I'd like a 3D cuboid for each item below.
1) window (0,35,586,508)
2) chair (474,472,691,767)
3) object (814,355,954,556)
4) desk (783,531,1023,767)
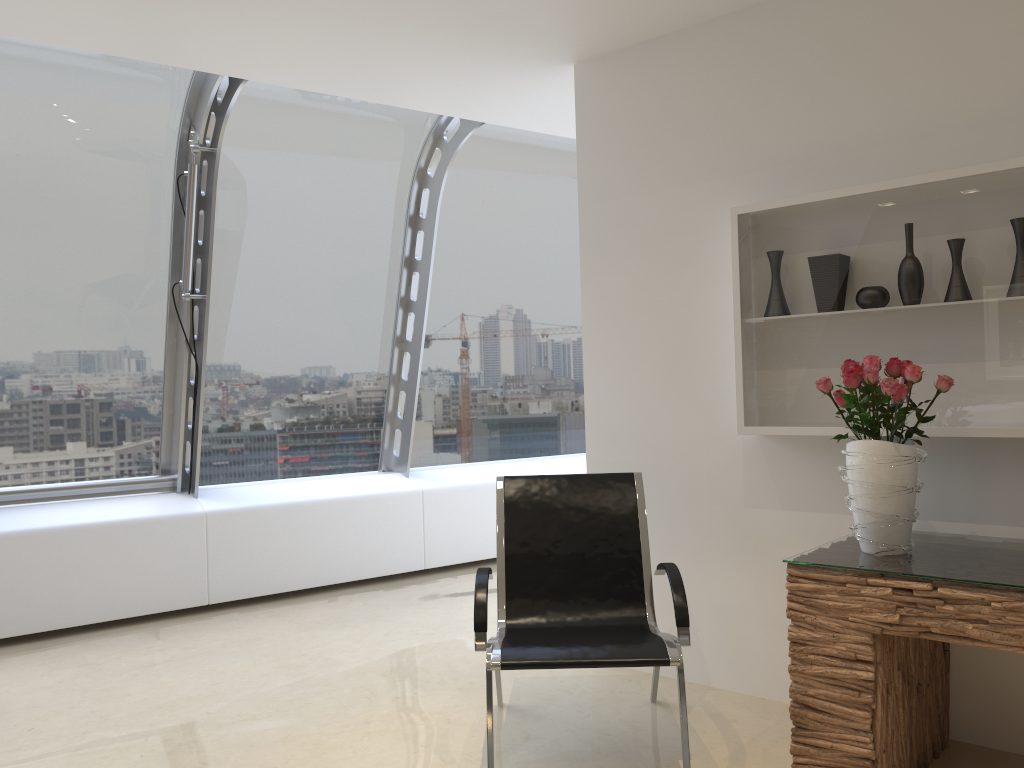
[{"bbox_3d":[4.592,-0.244,1.577,16.171,3.674,16.693,-1,-1,-43],"label":"window"},{"bbox_3d":[0.249,0.871,3.355,0.752,0.972,0.943,-2,0,1],"label":"chair"},{"bbox_3d":[1.232,0.230,2.948,0.350,0.654,0.327,-2,0,-29],"label":"object"},{"bbox_3d":[1.658,0.919,2.658,1.436,0.762,0.793,-2,-1,41],"label":"desk"}]
